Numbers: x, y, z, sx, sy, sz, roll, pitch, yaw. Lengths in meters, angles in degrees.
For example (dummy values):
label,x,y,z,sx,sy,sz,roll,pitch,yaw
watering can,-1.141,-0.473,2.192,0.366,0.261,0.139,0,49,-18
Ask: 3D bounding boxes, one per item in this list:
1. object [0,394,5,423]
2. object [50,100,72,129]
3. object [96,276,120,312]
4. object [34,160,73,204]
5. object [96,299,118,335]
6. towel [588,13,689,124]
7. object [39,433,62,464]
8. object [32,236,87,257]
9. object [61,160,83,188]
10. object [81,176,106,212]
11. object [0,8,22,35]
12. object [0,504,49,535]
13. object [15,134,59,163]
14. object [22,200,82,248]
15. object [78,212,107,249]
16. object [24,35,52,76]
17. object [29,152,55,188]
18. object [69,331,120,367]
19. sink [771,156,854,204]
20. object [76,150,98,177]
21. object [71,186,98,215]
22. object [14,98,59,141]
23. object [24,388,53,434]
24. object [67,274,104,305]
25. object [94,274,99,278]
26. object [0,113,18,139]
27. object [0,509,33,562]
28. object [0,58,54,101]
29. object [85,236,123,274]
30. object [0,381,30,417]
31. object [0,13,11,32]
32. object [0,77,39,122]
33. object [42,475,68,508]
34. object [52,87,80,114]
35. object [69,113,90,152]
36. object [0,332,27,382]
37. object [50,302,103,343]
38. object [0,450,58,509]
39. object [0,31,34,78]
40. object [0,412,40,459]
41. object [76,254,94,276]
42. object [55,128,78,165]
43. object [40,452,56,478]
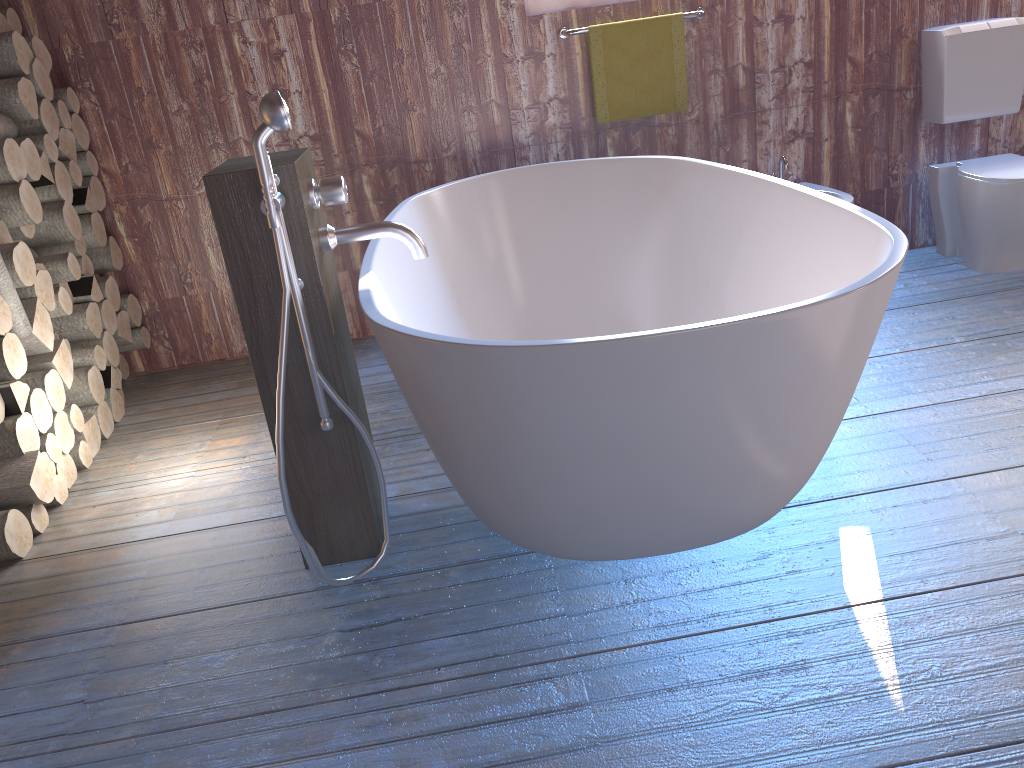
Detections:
label,x,y,z,sx,sy,sz,roll,pitch,yaw
object,-1.619,0.086,2.448,0.370,0.120,0.117,-10,22,-4
object,-1.831,-0.940,3.194,0.437,0.106,0.089,-9,22,-2
object,-1.744,-0.314,3.386,0.440,0.147,0.138,-9,22,-2
object,-1.782,-0.667,3.095,0.439,0.157,0.136,-9,22,-2
object,-1.725,-0.221,3.315,0.439,0.145,0.135,-9,22,-2
towel,0.492,-1.219,3.435,0.370,0.361,0.032,-9,22,-3
object,-1.599,0.232,2.663,0.437,0.100,0.098,-10,22,-4
object,-1.736,-0.500,3.244,0.301,0.113,0.114,-10,22,-5
object,-1.797,-0.734,3.206,0.438,0.109,0.102,-9,22,-2
object,-1.807,-0.656,3.435,0.439,0.256,0.137,-9,22,-2
object,-1.925,-1.277,3.195,0.271,0.113,0.112,-9,22,-3
object,-1.558,0.418,2.507,0.437,0.100,0.098,-10,22,-4
object,-1.793,-0.777,3.026,0.438,0.109,0.102,-9,22,-2
object,-1.760,-0.537,3.102,0.437,0.143,0.141,-10,22,-4
object,-1.783,-0.550,3.355,0.437,0.133,0.137,-10,22,-4
object,-1.880,-1.122,3.125,0.456,0.142,0.133,-9,22,-2
object,-1.774,-0.680,2.970,0.424,0.124,0.109,-10,22,-3
object,-1.694,-0.091,3.256,0.437,0.143,0.141,-10,22,-4
sink,1.150,-0.633,3.544,0.335,0.517,0.515,-9,22,-2
object,-1.821,-0.814,3.383,0.438,0.109,0.102,-9,22,-2
object,-1.791,-0.658,3.312,0.423,0.112,0.115,-9,22,-2
object,-1.816,-0.877,3.069,0.440,0.151,0.143,-9,22,-2
object,-1.626,0.115,2.643,0.437,0.133,0.137,-10,22,-4
object,-1.727,-0.314,3.222,0.423,0.112,0.115,-9,22,-2
object,-1.813,-0.382,3.548,0.301,0.113,0.114,-10,22,-5
object,-1.687,-0.811,2.790,0.121,0.157,0.302,-9,22,-2
object,-1.548,0.443,2.381,0.437,0.143,0.141,-10,22,-4
object,-1.839,-1.016,3.055,0.437,0.143,0.141,-10,22,-4
object,-1.792,-0.480,3.494,0.455,0.137,0.139,-10,22,-4
object,-1.622,0.064,2.550,0.421,0.104,0.106,-10,22,-4
object,-1.910,-1.217,3.105,0.270,0.121,0.104,-9,22,-2
object,-1.835,-0.920,2.944,0.458,0.148,0.139,-9,22,-2
object,0.669,-1.152,1.338,5.569,3.264,0.258,-1,23,16
object,-1.852,-1.028,3.299,0.438,0.109,0.102,-9,22,-2
object,-1.839,-0.919,3.330,0.439,0.152,0.147,-9,22,-2
object,-1.648,-0.046,2.540,0.437,0.133,0.137,-10,22,-4
object,-1.726,-0.195,3.179,0.458,0.148,0.139,-9,22,-2
object,-1.566,0.308,2.493,0.483,0.159,0.150,-10,22,-4
object,-1.863,-1.078,2.971,0.456,0.139,0.135,-9,22,-2
object,-1.606,0.188,2.537,0.437,0.133,0.137,-10,22,-4
object,-1.718,-0.403,3.287,0.289,0.117,0.116,-10,22,-5
object,-1.841,-0.816,3.206,0.482,0.151,0.172,-9,22,-2
object,-1.587,0.285,2.604,0.437,0.100,0.098,-10,22,-4
